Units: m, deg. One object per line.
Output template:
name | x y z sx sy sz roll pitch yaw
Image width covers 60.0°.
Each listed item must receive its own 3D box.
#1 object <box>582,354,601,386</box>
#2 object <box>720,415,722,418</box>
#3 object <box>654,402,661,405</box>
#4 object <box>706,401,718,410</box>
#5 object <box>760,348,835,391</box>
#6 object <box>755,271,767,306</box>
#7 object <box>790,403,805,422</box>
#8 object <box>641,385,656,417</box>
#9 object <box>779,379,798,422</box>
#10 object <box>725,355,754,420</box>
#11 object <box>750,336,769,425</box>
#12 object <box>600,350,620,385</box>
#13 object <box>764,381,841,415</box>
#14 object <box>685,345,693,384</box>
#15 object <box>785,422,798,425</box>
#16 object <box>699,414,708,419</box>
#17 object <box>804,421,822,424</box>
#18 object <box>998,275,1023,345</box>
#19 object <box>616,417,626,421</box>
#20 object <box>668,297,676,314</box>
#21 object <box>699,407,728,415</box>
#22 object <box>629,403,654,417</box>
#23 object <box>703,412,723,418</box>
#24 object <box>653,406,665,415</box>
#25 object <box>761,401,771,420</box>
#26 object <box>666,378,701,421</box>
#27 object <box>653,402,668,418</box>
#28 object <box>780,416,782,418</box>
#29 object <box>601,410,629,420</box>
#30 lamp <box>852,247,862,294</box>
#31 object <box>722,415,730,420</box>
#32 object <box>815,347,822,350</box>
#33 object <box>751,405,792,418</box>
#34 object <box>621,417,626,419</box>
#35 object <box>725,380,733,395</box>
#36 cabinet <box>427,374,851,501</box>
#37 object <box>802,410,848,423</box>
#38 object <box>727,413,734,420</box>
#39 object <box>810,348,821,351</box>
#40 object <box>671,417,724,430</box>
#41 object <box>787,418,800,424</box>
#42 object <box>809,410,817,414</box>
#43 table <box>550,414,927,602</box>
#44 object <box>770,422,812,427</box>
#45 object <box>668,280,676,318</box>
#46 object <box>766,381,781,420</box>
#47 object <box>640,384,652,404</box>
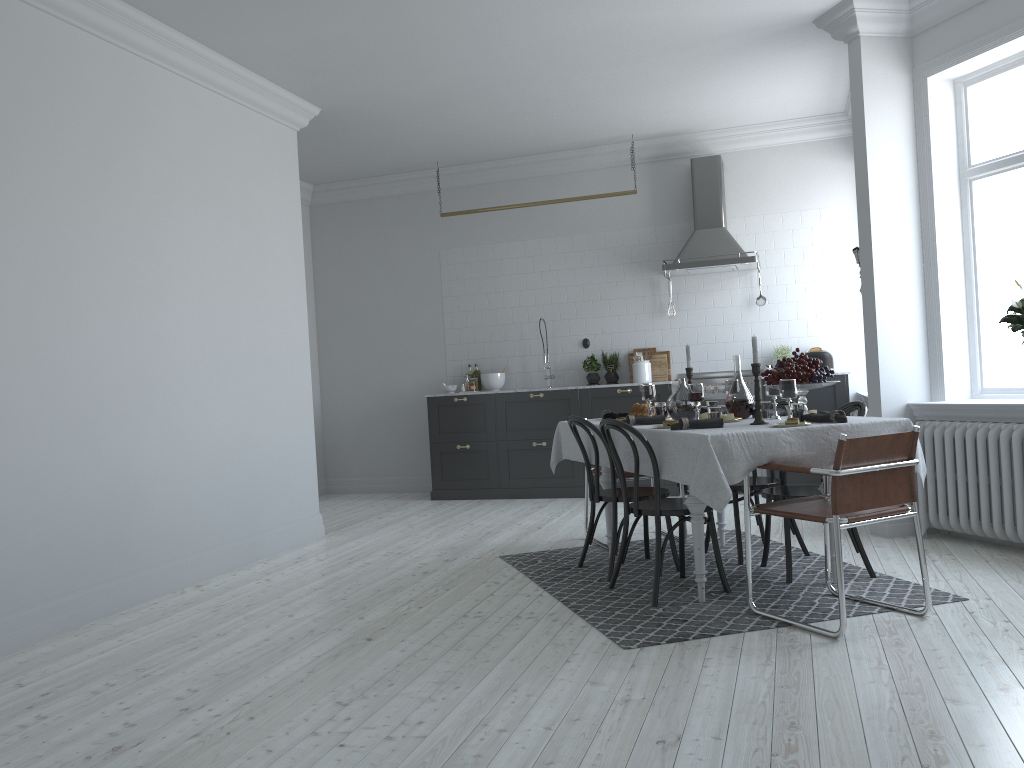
object | 0.779 -0.143 8.682 0.172 0.311 0.179 -3 0 28
object | 1.064 0.185 4.672 0.077 0.040 0.040 -3 0 37
object | 0.930 0.162 5.578 0.066 0.094 0.066 -3 0 6
object | 1.186 0.148 5.254 0.066 0.094 0.066 -3 0 6
object | 1.441 -0.076 4.429 0.347 0.215 0.318 -3 0 -20
object | 2.301 -0.884 8.217 0.101 0.331 0.030 -3 0 28
object | 1.379 0.141 4.279 0.066 0.094 0.066 -3 0 6
object | 0.786 0.114 5.081 0.083 0.215 0.083 -3 0 22
object | 1.318 0.086 4.222 0.083 0.215 0.083 -3 0 22
object | 1.242 0.019 4.863 0.152 0.352 0.152 -3 0 -22
object | 1.197 -0.018 4.337 0.089 0.432 0.089 -3 0 40
object | 0.959 -0.181 8.610 0.196 0.367 0.186 -3 0 -28
object | 1.456 0.089 4.440 0.367 0.188 0.367 -4 0 -31
object | 1.048 -0.013 5.222 0.089 0.432 0.089 -3 0 40
object | 1.285 0.184 4.074 0.057 0.021 0.037 -3 0 18
object | 1.011 0.177 4.705 0.039 0.040 0.078 -3 0 -8
object | 1.416 0.181 4.168 0.031 0.012 0.131 -3 0 -20
object | -8.969 -0.622 6.900 72.085 19.432 33.873 -3 0 -18
object | 0.625 0.210 5.085 0.057 0.037 0.021 -3 0 8
object | 1.519 -0.839 8.473 0.066 0.332 0.024 -3 0 22
object | 1.273 0.161 5.511 0.247 0.061 0.165 -4 0 -33
object | 0.793 0.169 5.455 0.191 0.105 0.164 -3 0 37
object | 1.079 0.177 4.754 0.100 0.056 0.056 -3 0 35
object | 0.828 0.170 4.992 0.066 0.094 0.066 -3 0 6
object | 1.344 0.141 4.721 0.066 0.094 0.066 -3 0 29
object | 0.963 0.088 4.992 0.194 0.245 0.194 -3 0 1
object | 0.888 0.162 5.292 0.091 0.101 0.091 -3 0 -28
object | 1.459 0.176 4.772 0.131 0.012 0.031 -3 0 -30
object | 0.602 0.200 5.661 0.165 0.061 0.247 -4 0 -33
lamp | 2.389 -0.436 5.864 0.131 0.977 0.312 -3 0 -8
object | 1.120 0.183 4.691 0.040 0.039 0.077 -3 0 -13
object | 2.772 -0.280 8.081 0.107 0.110 0.010 -3 0 22
object | 1.444 0.153 4.922 0.247 0.061 0.165 -4 0 -33
object | 0.650 0.209 5.106 0.057 0.037 0.021 -3 0 36
object | 1.293 0.084 5.191 0.083 0.215 0.083 -3 0 22
cabinet | 1.125 0.521 8.377 3.897 1.012 0.646 -3 0 17
object | 1.525 0.151 4.202 0.165 0.061 0.247 -4 0 -33
object | 1.160 0.177 4.737 0.039 0.040 0.077 -3 0 -3
object | 2.743 -0.273 8.009 0.107 0.110 0.010 -3 0 22
object | 0.905 0.188 4.274 0.247 0.061 0.165 -4 0 -33
object | 1.303 0.174 4.112 0.057 0.037 0.021 -3 0 38
object | 1.584 0.156 4.717 0.040 0.039 0.077 -3 0 -13
table | 1.094 0.619 4.941 1.210 0.842 2.179 -3 0 -16
object | 1.286 0.188 4.085 0.182 0.013 0.182 -3 0 27
object | 1.512 -0.815 8.441 0.074 0.381 0.076 -3 0 -2
object | 1.378 0.081 4.658 0.083 0.215 0.083 -3 0 13
object | 0.858 0.107 5.648 0.083 0.215 0.083 -3 0 22
